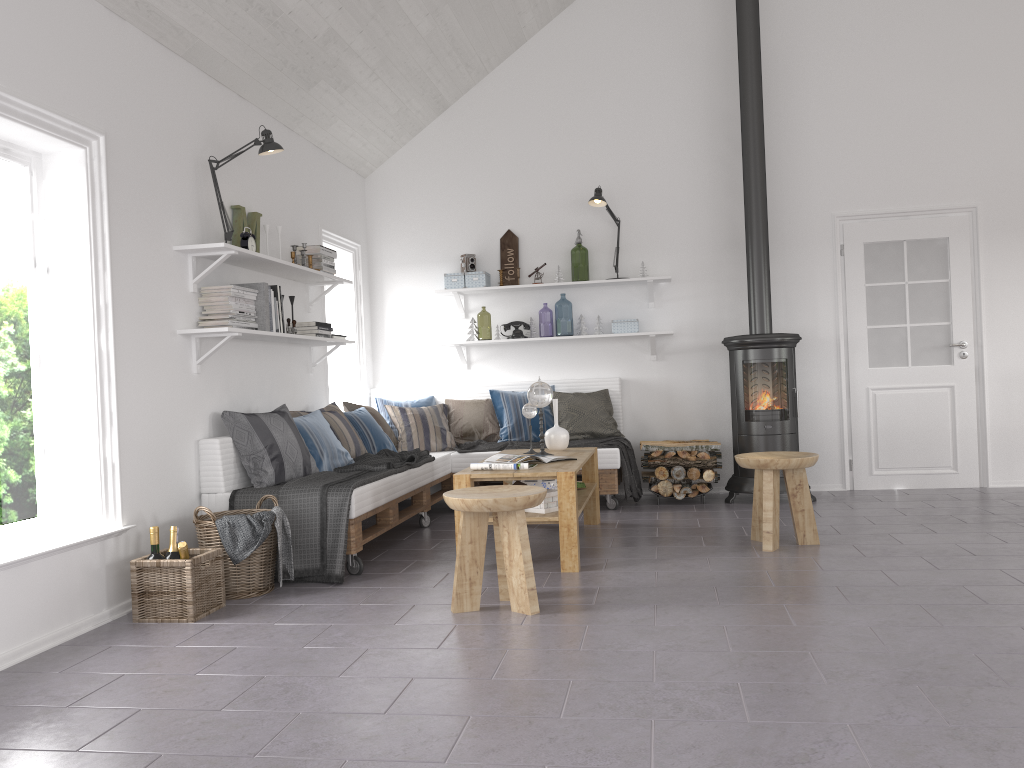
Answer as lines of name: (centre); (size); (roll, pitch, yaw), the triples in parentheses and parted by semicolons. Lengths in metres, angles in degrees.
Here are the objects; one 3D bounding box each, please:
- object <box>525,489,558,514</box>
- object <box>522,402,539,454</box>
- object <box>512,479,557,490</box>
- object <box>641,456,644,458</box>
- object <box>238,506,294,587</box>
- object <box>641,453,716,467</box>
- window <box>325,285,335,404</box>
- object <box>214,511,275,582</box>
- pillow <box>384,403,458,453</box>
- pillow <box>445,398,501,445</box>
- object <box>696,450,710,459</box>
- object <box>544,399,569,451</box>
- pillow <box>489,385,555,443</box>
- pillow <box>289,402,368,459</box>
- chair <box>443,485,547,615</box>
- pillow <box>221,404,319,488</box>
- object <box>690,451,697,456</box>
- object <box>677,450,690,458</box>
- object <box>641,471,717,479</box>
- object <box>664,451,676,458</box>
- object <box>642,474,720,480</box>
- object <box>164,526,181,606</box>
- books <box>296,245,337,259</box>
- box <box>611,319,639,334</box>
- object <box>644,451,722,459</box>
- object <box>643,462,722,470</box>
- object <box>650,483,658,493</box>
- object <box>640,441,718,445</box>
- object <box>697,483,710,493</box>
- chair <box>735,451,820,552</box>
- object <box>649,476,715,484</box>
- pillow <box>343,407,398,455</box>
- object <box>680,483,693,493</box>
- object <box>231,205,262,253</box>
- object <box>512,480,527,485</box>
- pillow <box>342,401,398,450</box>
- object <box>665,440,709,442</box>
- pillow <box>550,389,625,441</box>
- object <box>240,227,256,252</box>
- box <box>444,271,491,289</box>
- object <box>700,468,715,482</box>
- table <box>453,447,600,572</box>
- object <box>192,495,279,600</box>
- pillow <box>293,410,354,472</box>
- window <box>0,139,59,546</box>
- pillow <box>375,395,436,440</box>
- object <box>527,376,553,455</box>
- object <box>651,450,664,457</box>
object: (0.110, 0.594, 4.539); (0.281, 0.102, 0.155); (-2, 0, 42)
object: (0.112, 0.260, 5.421); (0.109, 0.329, 0.109); (-3, 0, -22)
object: (0.151, 0.566, 4.855); (0.302, 0.161, 0.302); (-2, 0, 6)
object: (1.233, 0.569, 6.584); (0.539, 0.070, 0.101); (-2, 0, 10)
object: (-1.230, 0.768, 4.137); (0.349, 0.356, 0.290); (-2, 0, 4)
object: (1.211, 0.553, 6.458); (0.538, 0.082, 0.099); (-2, 0, 9)
window: (-1.506, -0.211, 6.717); (0.052, 1.655, 0.685); (-2, 0, 10)
object: (-1.235, 0.752, 4.079); (0.303, 0.332, 0.367); (-3, 0, -35)
pillow: (-0.668, 0.340, 6.657); (0.516, 0.392, 0.358); (-3, 0, -21)
pillow: (-0.280, 0.300, 6.771); (0.521, 0.381, 0.366); (-2, 0, 6)
object: (1.392, 0.488, 6.477); (0.098, 0.088, 0.466); (-2, 0, 11)
object: (0.276, 0.256, 5.520); (0.155, 0.325, 0.155); (-3, 0, -20)
pillow: (0.118, 0.231, 6.692); (0.526, 0.428, 0.311); (-2, 0, -12)
pillow: (-1.147, 0.337, 5.611); (0.316, 0.438, 0.546); (-2, 0, 22)
chair: (-0.060, 0.685, 3.676); (0.431, 0.479, 0.431); (-2, 0, 7)
pillow: (-1.299, 0.336, 4.793); (0.301, 0.444, 0.534); (-2, 0, 26)
object: (1.322, 0.490, 6.479); (0.044, 0.034, 0.425); (-2, 0, 9)
object: (1.252, 0.492, 6.503); (0.096, 0.068, 0.467); (-2, 0, 9)
object: (1.263, 0.690, 6.676); (0.569, 0.078, 0.115); (-2, 0, 10)
object: (1.164, 0.497, 6.518); (0.098, 0.060, 0.467); (-2, 0, 13)
object: (1.251, 0.689, 6.570); (0.562, 0.063, 0.095); (-2, 0, 10)
object: (-1.478, 0.802, 3.843); (0.094, 0.361, 0.127); (-2, 0, 9)
books: (-1.290, -0.865, 5.847); (0.176, 0.053, 0.290); (-2, 0, 10)
box: (0.871, -0.436, 6.810); (0.202, 0.110, 0.137); (-2, 0, 10)
object: (1.261, 0.528, 6.560); (0.562, 0.057, 0.097); (-2, 0, 9)
object: (1.233, 0.589, 6.425); (0.562, 0.063, 0.095); (-2, 0, 10)
object: (1.059, 0.744, 6.592); (0.052, 0.056, 0.561); (-2, 0, 10)
object: (1.215, 0.447, 6.465); (0.562, 0.074, 0.095); (-2, 0, 10)
object: (1.388, 0.740, 6.483); (0.096, 0.060, 0.467); (-2, 0, 10)
chair: (1.417, 0.617, 4.722); (0.431, 0.479, 0.431); (-2, 0, 6)
object: (1.220, 0.690, 6.384); (0.468, 0.069, 0.095); (-2, 0, 9)
pillow: (-1.013, 0.362, 6.036); (0.341, 0.408, 0.523); (-2, 0, 25)
object: (1.270, 0.737, 6.504); (0.097, 0.056, 0.562); (-2, 0, 9)
object: (-1.511, -0.839, 5.043); (0.052, 0.311, 0.330); (-2, 0, 10)
object: (0.067, 0.575, 4.589); (0.090, 0.139, 0.182); (-3, 0, -25)
pillow: (-1.014, 0.330, 6.454); (0.334, 0.438, 0.545); (-2, 0, 15)
object: (1.247, 0.450, 6.651); (0.467, 0.063, 0.095); (-2, 0, 9)
pillow: (0.543, 0.236, 6.637); (0.519, 0.395, 0.334); (-2, 0, -13)
object: (-1.431, -0.768, 4.811); (0.050, 0.165, 0.120); (-2, 0, 10)
box: (-0.349, -0.808, 7.041); (0.332, 0.131, 0.242); (-2, 0, 10)
object: (1.426, 0.623, 6.492); (0.118, 0.142, 0.520); (-2, 0, 13)
table: (0.139, 0.667, 5.027); (0.607, 0.485, 1.457); (-2, 0, 10)
object: (-1.275, 0.758, 4.138); (0.393, 0.432, 0.393); (-2, 0, -4)
pillow: (-1.179, 0.361, 5.230); (0.331, 0.401, 0.525); (-2, 0, 29)
window: (-2.021, -0.175, 3.453); (0.117, 1.655, 0.685); (-2, 0, 10)
pillow: (-0.791, 0.305, 6.927); (0.534, 0.437, 0.287); (-3, 0, -18)
object: (0.171, 0.189, 5.232); (0.155, 0.468, 0.155); (-2, 0, -12)
object: (1.080, 0.498, 6.527); (0.098, 0.061, 0.467); (-2, 0, 11)
